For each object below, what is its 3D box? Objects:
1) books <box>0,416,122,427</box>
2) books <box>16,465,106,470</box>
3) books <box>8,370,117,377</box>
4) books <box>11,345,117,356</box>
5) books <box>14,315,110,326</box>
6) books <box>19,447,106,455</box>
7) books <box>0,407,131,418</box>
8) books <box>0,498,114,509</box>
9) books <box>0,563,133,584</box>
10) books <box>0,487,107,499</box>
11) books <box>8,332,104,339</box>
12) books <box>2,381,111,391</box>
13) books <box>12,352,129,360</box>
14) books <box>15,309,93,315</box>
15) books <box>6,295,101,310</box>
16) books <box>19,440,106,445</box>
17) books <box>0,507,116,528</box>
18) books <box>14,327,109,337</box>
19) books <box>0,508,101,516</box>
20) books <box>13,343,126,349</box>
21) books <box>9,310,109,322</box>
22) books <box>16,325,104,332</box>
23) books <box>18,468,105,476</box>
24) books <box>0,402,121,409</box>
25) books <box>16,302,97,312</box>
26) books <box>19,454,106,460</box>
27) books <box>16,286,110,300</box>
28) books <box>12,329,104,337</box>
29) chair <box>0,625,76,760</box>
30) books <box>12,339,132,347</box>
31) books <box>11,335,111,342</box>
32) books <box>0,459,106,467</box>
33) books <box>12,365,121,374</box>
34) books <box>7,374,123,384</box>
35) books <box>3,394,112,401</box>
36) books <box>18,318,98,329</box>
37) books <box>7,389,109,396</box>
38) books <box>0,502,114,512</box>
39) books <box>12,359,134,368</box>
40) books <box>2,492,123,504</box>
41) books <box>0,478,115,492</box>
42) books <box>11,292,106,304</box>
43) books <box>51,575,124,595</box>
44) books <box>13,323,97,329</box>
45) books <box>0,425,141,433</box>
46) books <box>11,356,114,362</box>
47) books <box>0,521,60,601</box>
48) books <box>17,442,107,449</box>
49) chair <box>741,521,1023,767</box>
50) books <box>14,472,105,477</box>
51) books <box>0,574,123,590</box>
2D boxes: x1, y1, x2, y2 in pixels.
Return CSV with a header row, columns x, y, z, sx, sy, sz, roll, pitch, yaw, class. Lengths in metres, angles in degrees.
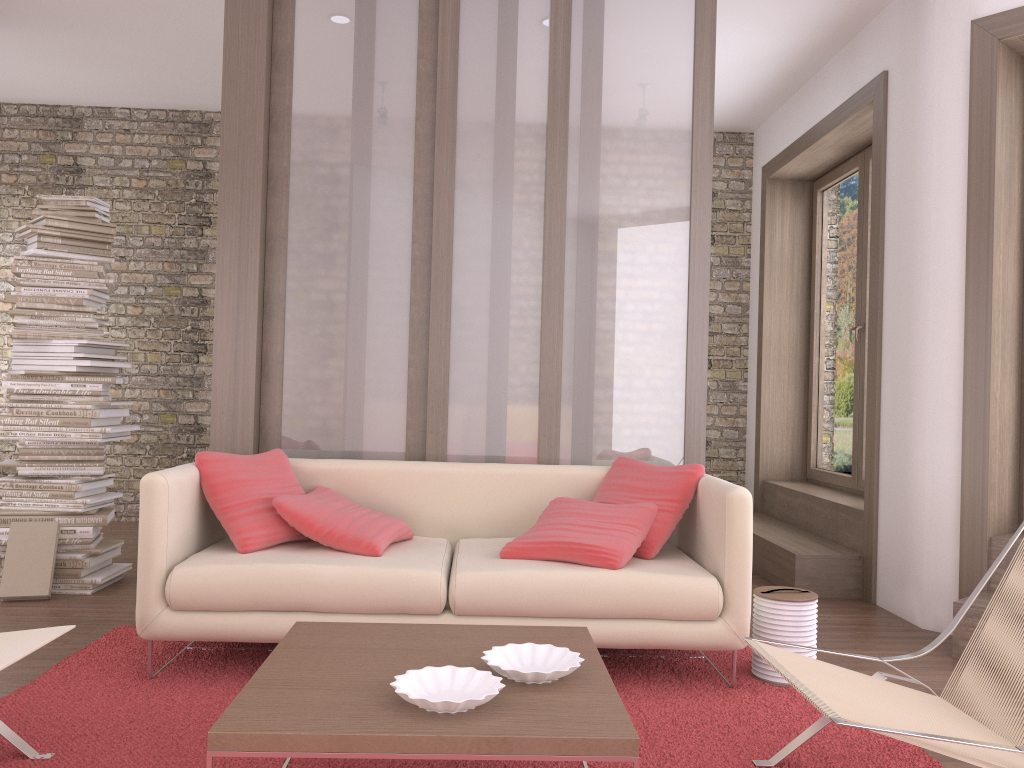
x,y,z,sx,sy,sz,roll,pitch,yaw,class
-2.455,0.197,4.792,0.522,0.046,0.410,2,-1,-2,books
-2.411,0.442,4.764,0.405,0.018,0.300,2,-1,-22,books
-2.444,-0.057,4.817,0.450,0.022,0.364,2,-1,-42,books
-2.424,-0.182,4.812,0.417,0.036,0.308,1,-1,18,books
-2.429,-0.342,4.805,0.388,0.020,0.287,2,-1,-7,books
-2.402,0.356,4.762,0.396,0.033,0.310,2,-1,-22,books
-2.431,0.151,4.820,0.542,0.046,0.421,2,-1,-2,books
-2.456,0.627,4.754,0.506,0.023,0.330,2,-1,3,books
-2.379,0.999,4.707,0.566,0.025,0.423,2,-1,-2,books
-2.464,0.572,4.748,0.432,0.038,0.339,2,-1,3,books
-2.456,-0.254,4.786,0.444,0.015,0.279,2,-1,-27,books
-2.446,0.012,4.793,0.469,0.038,0.364,2,-1,-17,books
-2.390,-0.151,4.808,0.484,0.020,0.323,1,-1,18,books
-2.465,-0.378,4.781,0.368,0.009,0.262,2,-1,-27,books
-2.469,-0.438,4.796,0.379,0.039,0.297,2,-1,-7,books
-2.401,0.307,4.763,0.396,0.024,0.310,2,-1,-22,books
-2.411,0.706,4.713,0.518,0.057,0.341,2,-1,-17,books
-2.431,-0.280,4.792,0.446,0.012,0.291,2,-1,-27,books
-2.447,0.664,4.731,0.450,0.022,0.364,2,-1,-17,books
-2.405,-0.206,4.826,0.443,0.010,0.345,1,-1,18,books
-2.441,-0.363,4.790,0.467,0.020,0.283,2,-1,-27,books
-2.442,-0.293,4.796,0.412,0.011,0.308,2,-1,-27,books
-2.405,0.464,4.760,0.396,0.024,0.310,2,-1,-22,books
-2.448,0.116,4.795,0.510,0.020,0.399,2,-1,-2,books
-2.457,-0.406,4.792,0.379,0.028,0.297,2,-1,-27,books
-2.403,0.385,4.761,0.396,0.024,0.310,2,-1,-22,books
-2.421,-0.490,4.802,0.379,0.028,0.297,2,-1,-7,books
-2.447,-0.268,4.790,0.432,0.013,0.288,2,-1,-27,books
-1.642,0.665,2.135,0.860,0.767,0.739,2,-1,-2,chair
-2.380,-0.221,4.808,0.500,0.018,0.326,1,-1,18,books
-2.426,-0.238,4.782,0.469,0.015,0.267,2,-1,-27,books
-2.450,0.423,4.750,0.488,0.018,0.296,2,-1,-22,books
-2.416,-0.081,4.814,0.435,0.030,0.322,1,-1,18,books
-2.410,-0.026,4.817,0.518,0.038,0.341,2,-1,-17,books
-2.447,0.073,4.807,0.469,0.028,0.368,2,-1,-17,books
-2.459,-0.320,4.809,0.379,0.028,0.297,2,-1,-27,books
-2.431,0.044,4.776,0.442,0.025,0.346,2,-1,-17,books
-2.419,0.648,4.724,0.448,0.013,0.350,2,-1,3,books
-2.374,-0.110,4.799,0.524,0.030,0.317,1,-1,18,books
-2.400,0.605,4.758,0.468,0.021,0.350,2,-1,3,books
-2.443,0.534,4.769,0.448,0.038,0.348,2,-1,3,books
-2.446,-0.467,4.804,0.388,0.020,0.287,2,-1,-7,books
-2.399,1.051,4.664,0.542,0.016,0.423,2,-1,-2,books
-2.467,-0.303,4.795,0.395,0.007,0.308,2,-1,-27,books
-2.378,0.237,4.811,0.566,0.025,0.423,2,-1,-2,books
-2.430,-0.134,4.805,0.413,0.013,0.294,1,-1,18,books
-2.386,0.874,4.398,0.218,0.363,0.246,2,-1,-17,books
-2.408,0.329,4.765,0.405,0.018,0.300,2,-1,-22,books
1.099,0.743,2.242,0.853,0.762,0.739,2,-1,-2,chair
-2.411,0.479,4.752,0.413,0.006,0.322,2,-1,-22,books
-2.447,1.026,4.696,0.612,0.028,0.399,2,-1,-2,books
